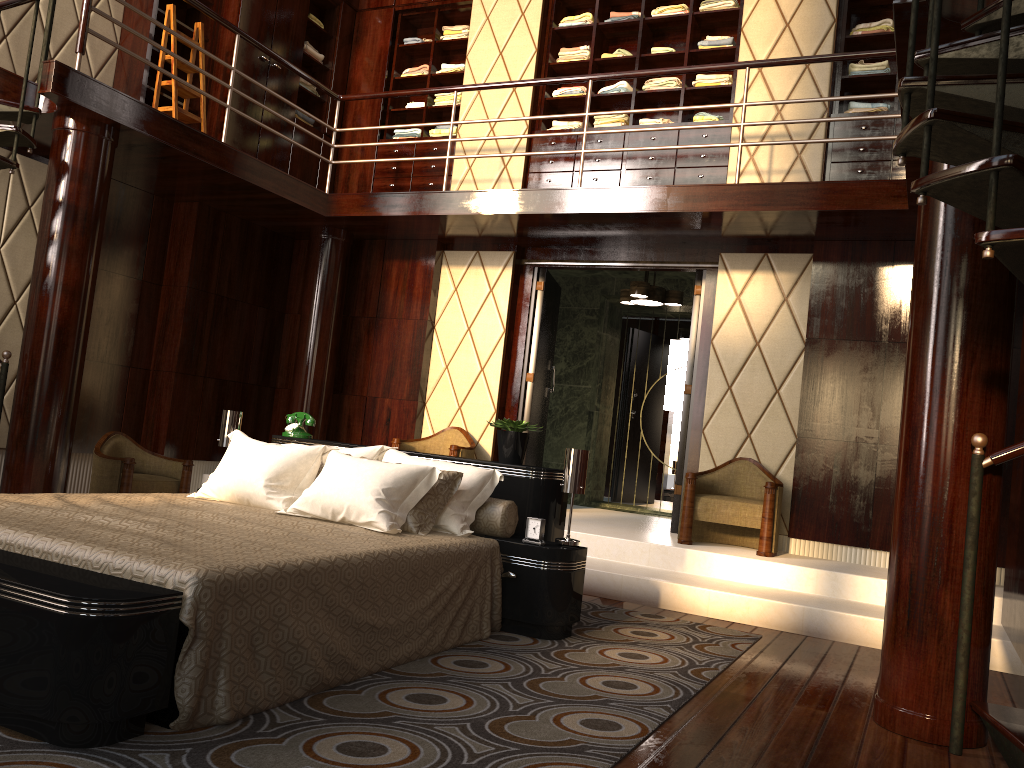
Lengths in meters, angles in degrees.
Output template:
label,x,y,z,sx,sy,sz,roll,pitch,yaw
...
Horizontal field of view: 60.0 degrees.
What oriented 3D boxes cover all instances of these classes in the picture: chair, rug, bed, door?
label,x,y,z,sx,sy,sz,roll,pitch,yaw
chair,1.334,0.708,5.317,0.571,0.550,0.462,5,-4,26
rug,-0.948,0.854,3.030,2.910,0.006,3.735,5,-4,26
chair,-2.326,0.588,5.473,0.462,0.550,0.571,5,-4,26
bed,-0.984,0.531,3.216,1.985,0.660,2.381,5,-4,26
chair,-0.529,0.559,6.213,0.571,0.550,0.462,5,-4,26
door,0.753,0.105,6.601,1.435,1.820,0.828,5,-4,24

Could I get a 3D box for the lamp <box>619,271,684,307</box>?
label,x,y,z,sx,sy,sz,roll,pitch,yaw
lamp,1.039,-0.803,6.966,0.515,0.347,0.467,9,-5,-34

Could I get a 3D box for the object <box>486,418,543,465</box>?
label,x,y,z,sx,sy,sz,roll,pitch,yaw
object,0.004,0.257,3.990,0.256,0.205,0.241,6,-4,7

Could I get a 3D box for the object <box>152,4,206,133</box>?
label,x,y,z,sx,sy,sz,roll,pitch,yaw
object,-2.132,-1.967,5.819,0.258,0.974,0.275,5,-4,26

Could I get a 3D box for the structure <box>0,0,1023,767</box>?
label,x,y,z,sx,sy,sz,roll,pitch,yaw
structure,-0.112,-0.560,4.536,6.107,3.189,3.750,5,-4,26

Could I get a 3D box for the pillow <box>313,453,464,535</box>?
label,x,y,z,sx,sy,sz,roll,pitch,yaw
pillow,-0.730,0.423,3.647,1.123,0.271,0.293,5,-4,26

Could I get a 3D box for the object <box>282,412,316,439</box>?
label,x,y,z,sx,sy,sz,roll,pitch,yaw
object,-1.079,0.207,4.509,0.158,0.131,0.178,7,-4,-12

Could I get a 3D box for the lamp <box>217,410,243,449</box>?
label,x,y,z,sx,sy,sz,roll,pitch,yaw
lamp,-1.398,0.324,4.370,0.106,0.385,0.109,4,-5,33

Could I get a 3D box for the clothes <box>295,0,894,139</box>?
label,x,y,z,sx,sy,sz,roll,pitch,yaw
clothes,0.557,-2.316,6.639,4.996,0.954,0.818,5,-4,18

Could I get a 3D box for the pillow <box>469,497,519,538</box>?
label,x,y,z,sx,sy,sz,roll,pitch,yaw
pillow,-0.624,0.510,3.964,1.396,0.167,0.173,5,-4,26

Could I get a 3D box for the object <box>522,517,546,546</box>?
label,x,y,z,sx,sy,sz,roll,pitch,yaw
object,0.091,0.587,3.539,0.088,0.103,0.034,4,-5,34

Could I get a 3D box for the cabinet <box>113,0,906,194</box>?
label,x,y,z,sx,sy,sz,roll,pitch,yaw
cabinet,0.637,-2.327,5.800,6.767,2.432,2.576,5,-4,26

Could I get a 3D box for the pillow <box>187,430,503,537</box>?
label,x,y,z,sx,sy,sz,roll,pitch,yaw
pillow,-0.739,0.398,3.682,1.322,0.320,0.685,4,-4,27

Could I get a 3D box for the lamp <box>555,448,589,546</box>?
label,x,y,z,sx,sy,sz,roll,pitch,yaw
lamp,0.249,0.458,3.617,0.106,0.385,0.109,4,-5,33
